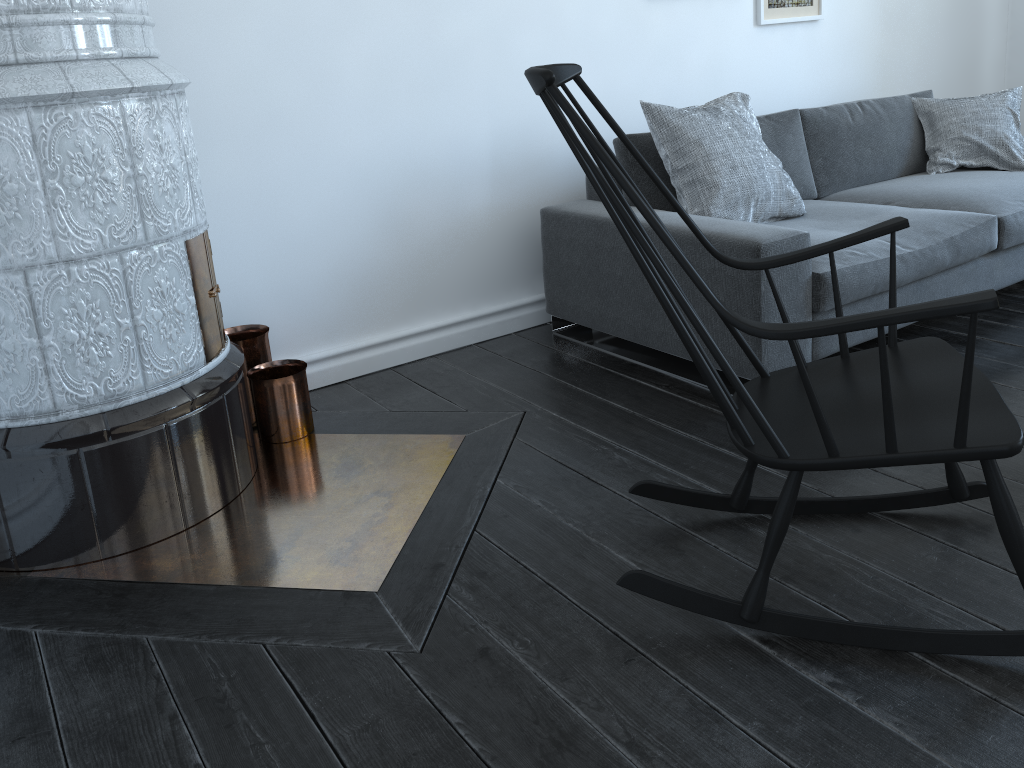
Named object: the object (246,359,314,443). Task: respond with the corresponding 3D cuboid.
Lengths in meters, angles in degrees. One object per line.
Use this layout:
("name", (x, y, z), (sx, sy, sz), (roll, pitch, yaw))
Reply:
("object", (-0.675, 0.051, 2.585), (0.177, 0.193, 0.174), (-20, 23, -40))

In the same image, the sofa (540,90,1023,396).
("sofa", (1.375, -0.706, 3.423), (2.406, 0.702, 1.104), (-17, 22, -31))

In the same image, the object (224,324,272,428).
("object", (-0.812, -0.023, 2.699), (0.175, 0.273, 0.179), (-15, 19, -31))

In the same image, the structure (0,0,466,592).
("structure", (-0.936, -1.073, 1.921), (1.269, 2.806, 0.802), (-2, 15, 12))

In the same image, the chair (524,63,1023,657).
("chair", (0.511, -0.103, 1.616), (0.905, 0.976, 0.632), (-1, 17, 12))

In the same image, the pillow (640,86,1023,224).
("pillow", (1.351, -0.973, 3.487), (2.078, 0.478, 0.488), (-16, 20, -27))
